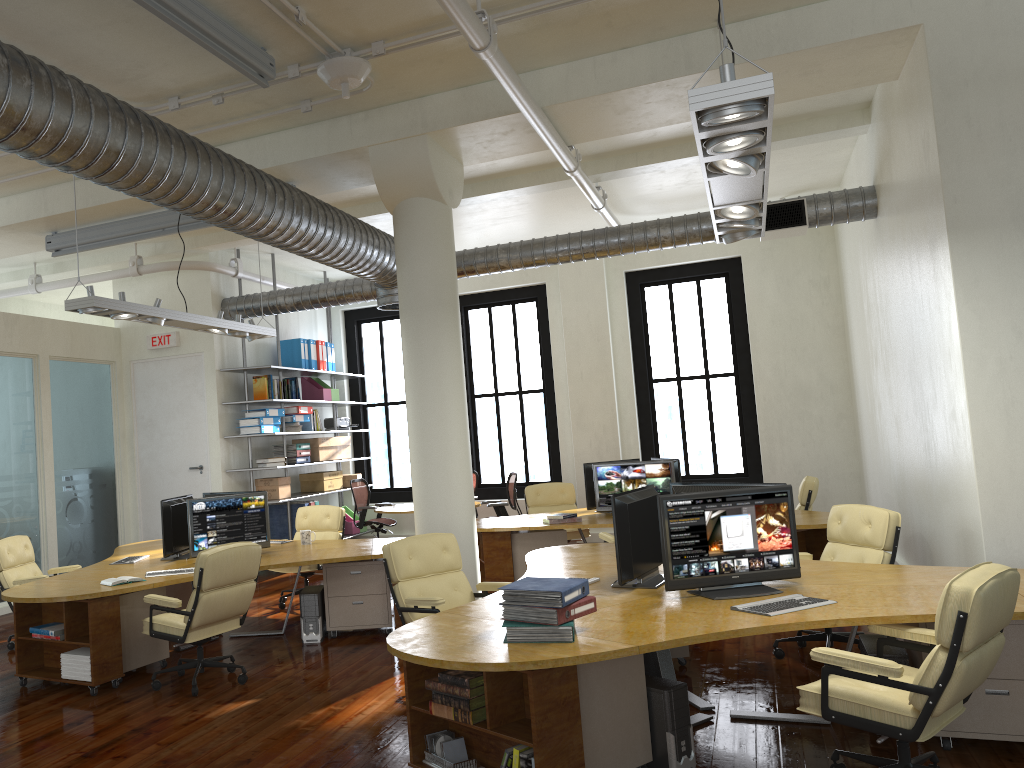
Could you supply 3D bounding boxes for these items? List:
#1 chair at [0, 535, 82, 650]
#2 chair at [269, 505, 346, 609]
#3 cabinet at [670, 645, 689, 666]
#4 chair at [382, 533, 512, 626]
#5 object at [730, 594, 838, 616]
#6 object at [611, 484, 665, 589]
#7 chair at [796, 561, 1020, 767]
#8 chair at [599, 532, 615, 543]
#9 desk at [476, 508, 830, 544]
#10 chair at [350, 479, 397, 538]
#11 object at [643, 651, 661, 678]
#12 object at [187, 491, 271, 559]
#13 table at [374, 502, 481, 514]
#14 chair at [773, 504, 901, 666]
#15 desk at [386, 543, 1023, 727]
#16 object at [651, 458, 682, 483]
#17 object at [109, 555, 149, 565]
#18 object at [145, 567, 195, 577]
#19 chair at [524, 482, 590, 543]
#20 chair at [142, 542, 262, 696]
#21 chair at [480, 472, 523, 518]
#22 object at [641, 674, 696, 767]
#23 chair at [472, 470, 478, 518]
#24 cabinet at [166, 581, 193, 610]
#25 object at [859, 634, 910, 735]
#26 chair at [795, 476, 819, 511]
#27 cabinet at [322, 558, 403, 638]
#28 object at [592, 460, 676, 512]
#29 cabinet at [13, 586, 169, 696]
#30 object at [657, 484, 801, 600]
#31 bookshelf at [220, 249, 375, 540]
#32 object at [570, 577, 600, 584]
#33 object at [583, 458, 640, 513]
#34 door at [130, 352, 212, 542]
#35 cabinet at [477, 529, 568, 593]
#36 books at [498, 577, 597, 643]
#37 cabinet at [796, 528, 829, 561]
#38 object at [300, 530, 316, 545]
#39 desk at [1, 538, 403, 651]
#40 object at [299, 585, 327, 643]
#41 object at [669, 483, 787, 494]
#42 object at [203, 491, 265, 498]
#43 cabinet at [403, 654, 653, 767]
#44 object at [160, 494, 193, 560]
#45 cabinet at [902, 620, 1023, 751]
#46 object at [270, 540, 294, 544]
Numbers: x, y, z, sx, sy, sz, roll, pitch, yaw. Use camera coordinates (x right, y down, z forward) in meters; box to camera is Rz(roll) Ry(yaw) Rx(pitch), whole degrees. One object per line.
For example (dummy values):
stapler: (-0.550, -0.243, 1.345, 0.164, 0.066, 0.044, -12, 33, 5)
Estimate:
chair: (-4.359, 1.915, 8.219, 0.801, 1.022, 0.699, -5, -4, 5)
chair: (-2.212, 1.843, 9.537, 0.781, 1.022, 0.711, -6, -4, 29)
cabinet: (0.751, 1.636, 6.500, 0.863, 0.709, 0.914, -3, -3, -11)
chair: (-0.376, 1.518, 5.836, 0.648, 1.022, 0.856, -1, -5, -41)
object: (1.337, 1.084, 4.361, 0.438, 0.016, 0.248, -2, -4, -29)
object: (0.748, 0.906, 5.302, 0.317, 0.553, 0.737, -6, -4, 27)
chair: (1.677, 1.267, 3.766, 0.858, 1.022, 0.647, -8, -5, 44)
chair: (1.236, 1.535, 8.130, 0.697, 1.022, 0.802, -4, -4, -11)
desk: (1.640, 1.734, 9.710, 4.212, 0.735, 3.218, -5, -3, 26)
chair: (-1.924, 1.932, 12.721, 0.821, 1.159, 0.668, -6, -4, 24)
object: (0.770, 1.754, 5.941, 0.470, 0.411, 0.184, -4, -4, -7)
object: (-2.499, 1.264, 7.869, 0.732, 0.553, 0.319, -1, -5, -40)
table: (-1.147, 2.060, 12.262, 1.337, 0.745, 1.629, -1, -5, -45)
chair: (2.173, 1.361, 6.097, 0.760, 1.022, 0.736, -4, -4, -11)
desk: (1.020, 1.543, 5.462, 3.800, 0.735, 3.589, -3, -3, -10)
object: (1.676, 1.077, 9.570, 0.286, 0.553, 0.820, -4, -3, -10)
object: (-3.521, 1.618, 8.168, 0.230, 0.016, 0.474, -4, -3, -4)
object: (-2.693, 1.504, 7.101, 0.457, 0.016, 0.238, -3, -3, -13)
chair: (0.557, 1.725, 10.772, 0.710, 1.022, 0.789, -4, -4, -6)
chair: (-2.274, 1.682, 6.515, 0.851, 1.022, 0.653, -6, -4, 30)
chair: (-3.696, 1.976, 11.361, 7.710, 1.159, 0.967, -3, -4, -7)
object: (0.642, 1.679, 4.426, 0.163, 0.411, 0.526, -1, -5, -42)
chair: (-0.772, 1.873, 13.069, 0.789, 1.159, 0.694, -6, -4, 28)
cabinet: (-3.565, 2.083, 9.392, 0.810, 0.709, 0.967, -2, -4, -33)
object: (2.012, 1.606, 4.770, 0.192, 0.411, 0.448, -6, -4, 16)
chair: (2.861, 1.497, 9.422, 0.844, 1.022, 0.659, -6, -4, 25)
cabinet: (-1.235, 1.852, 8.023, 0.890, 0.709, 0.886, -4, -3, -3)
object: (1.275, 1.085, 9.216, 0.857, 0.553, 0.273, -5, -4, 18)
cabinet: (-3.237, 1.926, 6.921, 0.962, 0.709, 0.814, -6, -4, 27)
object: (1.182, 0.848, 4.784, 0.778, 0.553, 0.301, -3, -4, -12)
bookshelf: (-3.076, 0.473, 13.256, 0.699, 4.607, 3.369, -6, -4, 15)
object: (0.323, 1.206, 5.333, 0.251, 0.016, 0.431, -6, -4, 33)
object: (1.125, 1.128, 9.830, 0.744, 0.553, 0.314, -2, -4, -28)
door: (-4.604, 1.132, 12.024, 1.329, 3.033, 0.089, -6, -4, 23)
cabinet: (0.078, 1.840, 9.398, 0.882, 0.709, 0.894, -4, -3, -6)
books: (0.126, 1.048, 4.130, 0.453, 0.227, 0.418, -6, -4, 31)
cabinet: (2.450, 1.611, 8.123, 0.806, 0.709, 0.970, -2, -4, -36)
object: (-1.979, 1.481, 8.578, 0.131, 0.131, 0.117, -2, -4, -29)
desk: (-2.924, 1.971, 8.461, 3.563, 0.735, 3.803, -2, -4, -32)
object: (-1.753, 2.026, 7.839, 0.180, 0.411, 0.479, -4, -3, -5)
object: (1.306, 0.870, 5.327, 0.265, 0.553, 0.882, -2, -4, -37)
object: (-2.634, 1.305, 8.458, 0.882, 0.553, 0.265, -6, -4, 31)
cabinet: (0.101, 1.558, 4.274, 0.805, 0.709, 0.971, -1, -4, -41)
object: (-3.084, 1.321, 8.197, 0.296, 0.553, 0.792, -4, -3, 0)
cabinet: (2.537, 1.404, 4.448, 0.952, 0.709, 0.824, -5, -4, 20)
object: (-2.456, 1.588, 8.928, 0.515, 0.016, 0.210, -5, -3, 26)
